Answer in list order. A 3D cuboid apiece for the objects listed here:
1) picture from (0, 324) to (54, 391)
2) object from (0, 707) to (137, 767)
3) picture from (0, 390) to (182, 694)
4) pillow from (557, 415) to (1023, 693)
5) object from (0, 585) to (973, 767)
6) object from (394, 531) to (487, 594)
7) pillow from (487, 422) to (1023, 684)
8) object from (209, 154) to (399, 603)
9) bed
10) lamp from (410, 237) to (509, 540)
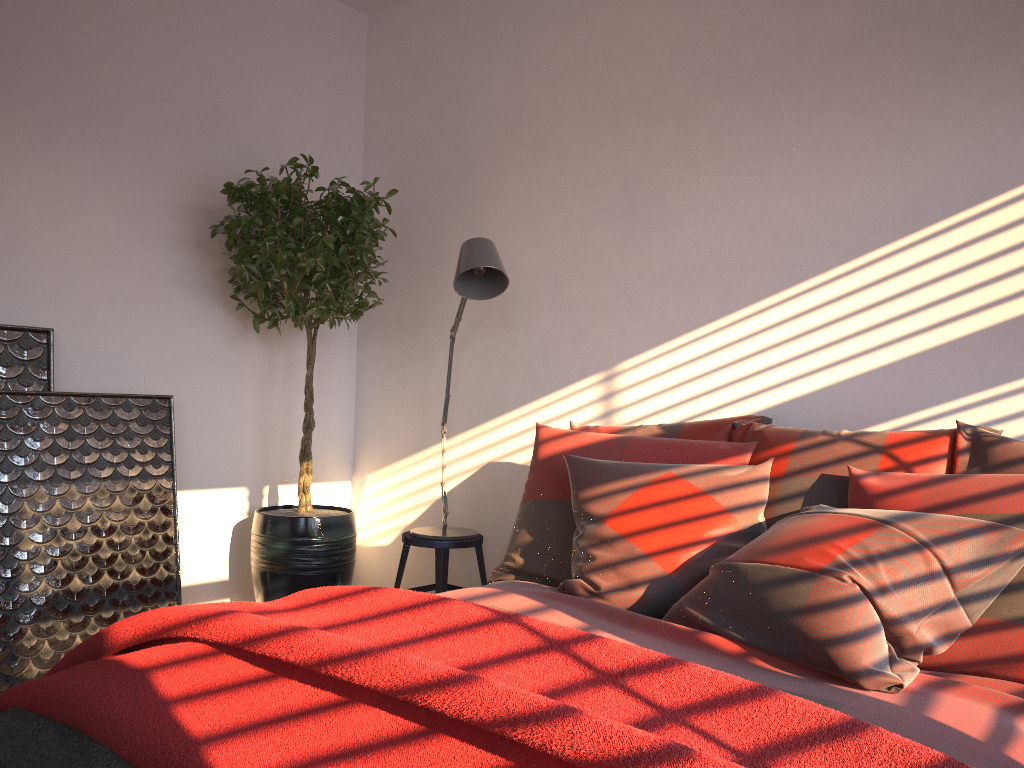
[{"bbox_3d":[-2.087,0.400,2.750,0.172,1.254,1.249,4,1,40],"label":"picture"},{"bbox_3d":[-0.183,0.774,1.276,2.503,0.568,1.122,1,-1,40],"label":"object"},{"bbox_3d":[-1.660,0.538,3.095,0.209,1.028,1.026,4,1,40],"label":"picture"},{"bbox_3d":[0.738,0.446,2.353,2.139,0.734,1.145,2,-1,38],"label":"pillow"},{"bbox_3d":[-0.119,0.749,1.408,2.641,0.661,0.683,1,0,41],"label":"object"},{"bbox_3d":[-0.293,0.861,3.654,0.338,0.481,0.342,3,1,40],"label":"object"},{"bbox_3d":[0.699,0.417,2.430,1.812,0.552,0.528,1,0,40],"label":"pillow"},{"bbox_3d":[-0.912,0.072,3.743,0.811,2.022,0.801,4,2,43],"label":"object"},{"bbox_3d":[0.330,0.708,1.898,2.033,0.771,2.315,2,-1,39],"label":"bed"},{"bbox_3d":[-0.215,0.054,3.382,0.279,1.129,0.787,2,1,-10],"label":"lamp"}]
